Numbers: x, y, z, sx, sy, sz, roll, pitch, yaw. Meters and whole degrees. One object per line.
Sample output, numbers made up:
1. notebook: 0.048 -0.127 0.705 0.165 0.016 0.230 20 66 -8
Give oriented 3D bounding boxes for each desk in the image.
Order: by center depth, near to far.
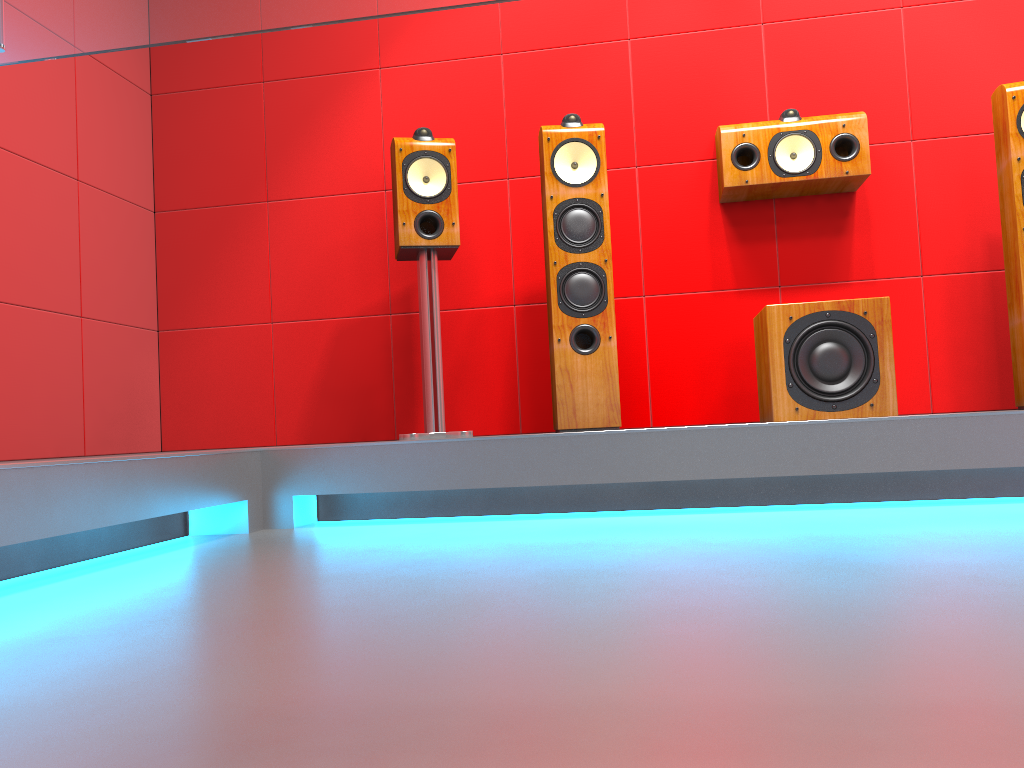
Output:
1. desk: 0.352 -0.089 0.101 1.617 0.690 0.594 -3 -3 9

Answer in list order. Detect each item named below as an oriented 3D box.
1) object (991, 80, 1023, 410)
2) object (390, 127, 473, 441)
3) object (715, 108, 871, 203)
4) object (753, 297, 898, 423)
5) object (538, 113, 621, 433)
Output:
1. object: 1.670 -0.449 2.767 0.203 1.052 0.238 -4 -3 19
2. object: -0.289 -0.339 3.052 0.231 1.058 0.265 -2 -3 -11
3. object: 0.999 -0.835 3.194 0.493 0.271 0.235 -3 -3 9
4. object: 0.987 -0.065 2.834 0.360 0.360 0.360 -3 -3 9
5. object: 0.221 -0.366 2.972 0.203 1.052 0.238 -3 -3 -1
